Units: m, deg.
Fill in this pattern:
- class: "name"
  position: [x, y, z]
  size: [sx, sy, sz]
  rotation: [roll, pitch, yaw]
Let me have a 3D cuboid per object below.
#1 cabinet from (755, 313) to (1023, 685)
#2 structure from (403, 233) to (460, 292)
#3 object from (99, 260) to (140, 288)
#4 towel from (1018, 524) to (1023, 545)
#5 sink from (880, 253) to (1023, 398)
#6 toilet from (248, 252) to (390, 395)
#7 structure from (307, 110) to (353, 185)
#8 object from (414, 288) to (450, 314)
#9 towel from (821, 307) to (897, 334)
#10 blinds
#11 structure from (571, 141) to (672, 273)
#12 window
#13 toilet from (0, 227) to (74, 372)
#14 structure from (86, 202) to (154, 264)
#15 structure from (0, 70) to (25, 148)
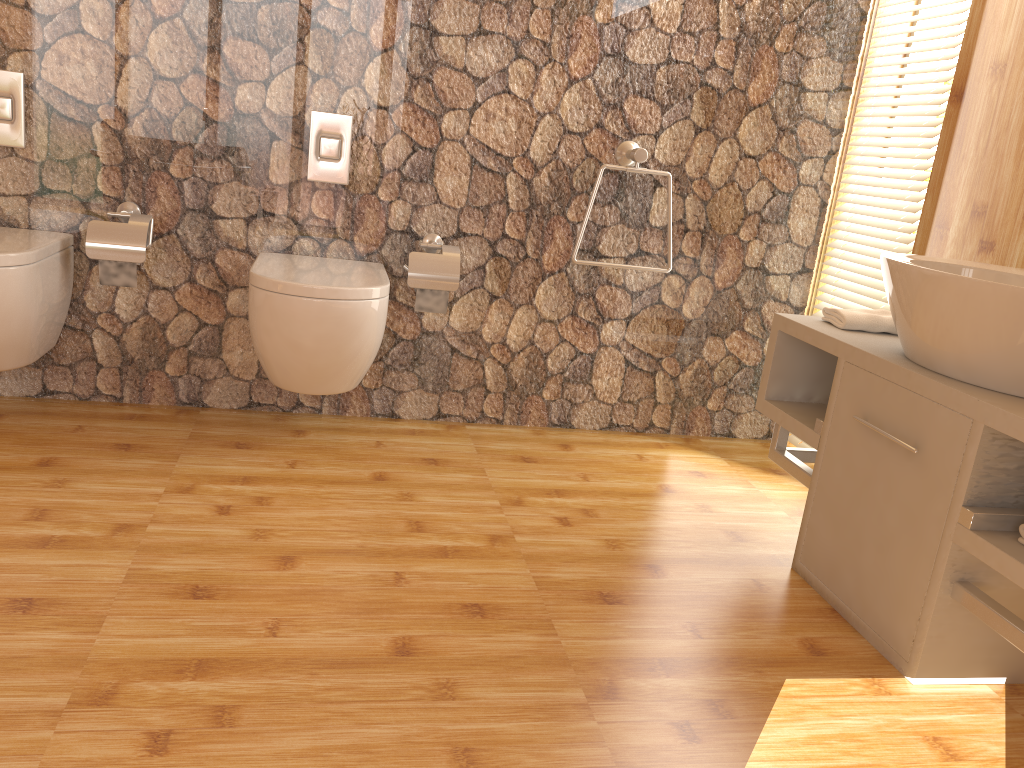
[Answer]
- class: "cabinet"
  position: [0.996, 0.258, 1.921]
  size: [0.517, 0.570, 1.136]
  rotation: [4, 15, -13]
- class: "structure"
  position: [-0.244, -0.372, 2.684]
  size: [0.170, 0.151, 0.154]
  rotation: [4, 15, -13]
- class: "object"
  position: [-1.098, -0.354, 2.491]
  size: [0.098, 0.151, 0.090]
  rotation: [4, 15, -13]
- class: "towel"
  position: [1.014, 0.283, 1.520]
  size: [0.225, 0.048, 0.140]
  rotation: [5, 15, -7]
- class: "sink"
  position: [1.050, -0.212, 1.792]
  size: [0.533, 0.409, 0.634]
  rotation: [4, 15, -13]
- class: "toilet"
  position: [-0.548, -0.153, 2.497]
  size: [0.371, 0.337, 0.507]
  rotation: [4, 15, -13]
- class: "structure"
  position: [-0.535, -0.693, 2.605]
  size: [0.120, 0.200, 0.010]
  rotation: [4, 15, -13]
- class: "object"
  position: [-0.242, -0.296, 2.682]
  size: [0.098, 0.151, 0.090]
  rotation: [4, 15, -13]
- class: "towel"
  position: [0.919, -0.163, 2.246]
  size: [0.225, 0.048, 0.140]
  rotation: [5, 15, -7]
- class: "blinds"
  position: [1.169, -0.787, 2.693]
  size: [0.042, 2.178, 0.420]
  rotation: [4, 15, -13]
- class: "structure"
  position: [0.358, -0.558, 2.764]
  size: [0.332, 0.387, 0.133]
  rotation: [4, 15, -13]
- class: "window"
  position: [1.646, -0.278, 1.055]
  size: [0.010, 2.164, 3.964]
  rotation: [4, 15, -13]
- class: "toilet"
  position: [-1.406, -0.211, 2.305]
  size: [0.371, 0.337, 0.507]
  rotation: [4, 15, -13]
- class: "structure"
  position: [-1.100, -0.430, 2.493]
  size: [0.170, 0.151, 0.154]
  rotation: [4, 15, -13]
- class: "structure"
  position: [-1.393, -0.751, 2.413]
  size: [0.120, 0.200, 0.010]
  rotation: [4, 15, -13]
